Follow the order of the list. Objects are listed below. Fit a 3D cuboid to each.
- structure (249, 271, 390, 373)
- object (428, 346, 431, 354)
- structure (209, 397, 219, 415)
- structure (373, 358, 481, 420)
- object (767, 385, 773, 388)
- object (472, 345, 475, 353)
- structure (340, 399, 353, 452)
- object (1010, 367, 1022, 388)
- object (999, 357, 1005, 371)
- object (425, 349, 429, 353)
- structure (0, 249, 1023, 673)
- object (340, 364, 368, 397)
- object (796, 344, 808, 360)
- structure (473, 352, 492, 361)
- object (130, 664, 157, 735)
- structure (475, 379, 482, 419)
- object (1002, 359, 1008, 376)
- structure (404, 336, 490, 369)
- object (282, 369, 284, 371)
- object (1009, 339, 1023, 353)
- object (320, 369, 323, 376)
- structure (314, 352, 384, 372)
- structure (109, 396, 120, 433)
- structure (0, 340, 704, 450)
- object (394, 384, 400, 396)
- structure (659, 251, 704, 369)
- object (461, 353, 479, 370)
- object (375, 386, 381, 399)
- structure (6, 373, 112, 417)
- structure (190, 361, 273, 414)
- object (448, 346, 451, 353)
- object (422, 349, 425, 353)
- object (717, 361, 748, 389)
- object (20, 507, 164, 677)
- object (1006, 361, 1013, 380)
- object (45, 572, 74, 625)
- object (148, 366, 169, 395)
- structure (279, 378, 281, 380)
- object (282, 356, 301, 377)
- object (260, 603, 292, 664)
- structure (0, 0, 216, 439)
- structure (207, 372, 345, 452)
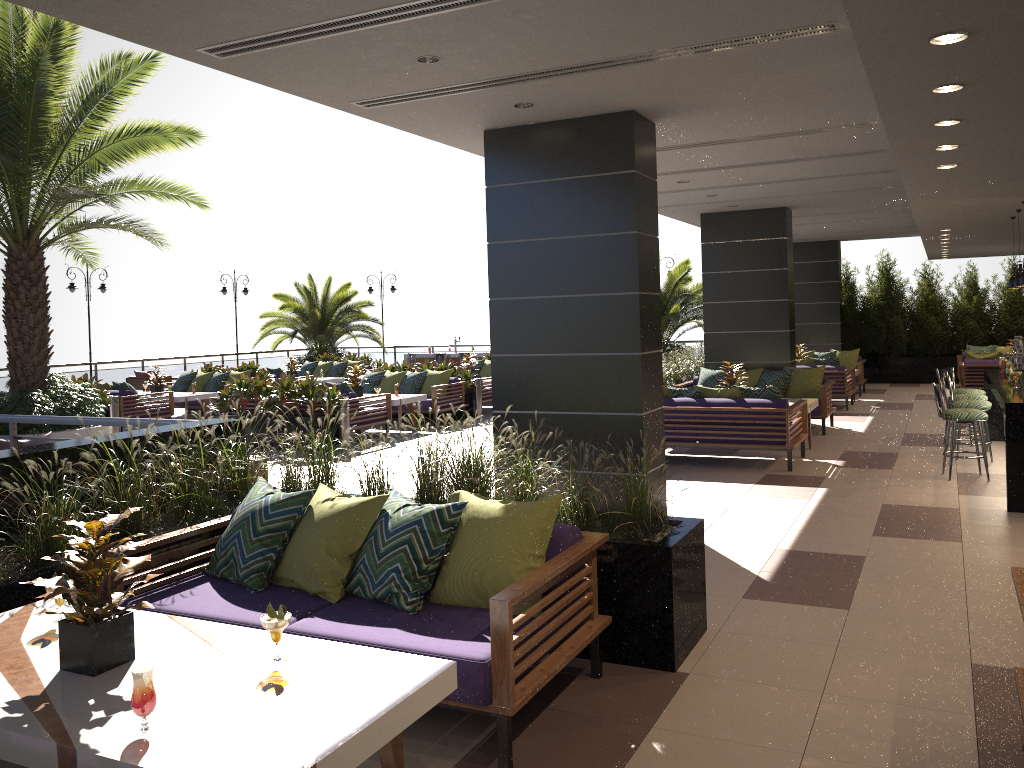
[{"bbox_3d":[-5.419,-1.575,25.141,3.800,3.300,3.758,-2,3,-6],"label":"structure"},{"bbox_3d":[-2.173,-0.900,23.400,0.067,0.189,0.084,-3,1,-39],"label":"object"},{"bbox_3d":[-4.406,0.550,13.124,0.100,0.700,0.180,-1,1,26],"label":"structure"},{"bbox_3d":[-1.649,0.119,16.045,2.418,1.172,0.702,0,2,28],"label":"structure"},{"bbox_3d":[3.421,0.107,11.742,0.067,0.189,0.084,-3,1,-39],"label":"object"},{"bbox_3d":[-0.999,-0.906,22.830,0.069,0.211,0.069,-2,1,9],"label":"object"},{"bbox_3d":[-2.275,0.558,12.082,0.100,0.700,0.180,-1,1,26],"label":"structure"},{"bbox_3d":[4.867,-0.061,8.548,0.106,0.197,0.106,-3,2,-36],"label":"object"},{"bbox_3d":[5.865,-0.230,10.592,0.069,0.181,0.069,-2,1,-2],"label":"object"},{"bbox_3d":[-2.300,-0.837,23.855,0.105,0.209,0.105,-2,1,1],"label":"object"},{"bbox_3d":[3.861,-0.680,9.747,7.813,3.118,24.780,0,4,26],"label":"structure"},{"bbox_3d":[-2.514,-0.058,14.289,0.430,0.526,0.425,0,3,43],"label":"object"},{"bbox_3d":[5.539,-0.509,17.070,0.430,0.526,0.425,0,3,43],"label":"object"},{"bbox_3d":[0.049,-0.184,19.531,2.250,1.171,0.738,0,2,28],"label":"structure"},{"bbox_3d":[-1.062,0.909,2.553,0.069,0.181,0.069,-1,1,43],"label":"object"},{"bbox_3d":[-0.587,0.258,15.540,0.100,0.700,0.180,-1,1,26],"label":"structure"},{"bbox_3d":[5.596,-0.187,10.049,0.084,0.189,0.067,-3,1,-39],"label":"object"},{"bbox_3d":[-0.723,-0.586,22.995,4.399,1.327,0.806,0,2,26],"label":"structure"},{"bbox_3d":[-5.261,-0.234,20.243,0.106,0.197,0.106,-3,2,-31],"label":"object"},{"bbox_3d":[9.606,-0.615,16.783,0.430,0.526,0.425,0,3,43],"label":"object"},{"bbox_3d":[-4.247,-0.239,19.774,0.069,0.211,0.069,-2,1,14],"label":"object"},{"bbox_3d":[-4.023,-0.196,21.483,2.250,1.171,0.738,0,2,28],"label":"structure"},{"bbox_3d":[-6.308,0.543,14.054,0.100,0.700,0.180,-1,1,26],"label":"structure"},{"bbox_3d":[-3.902,0.089,16.825,12.912,1.057,17.540,0,5,26],"label":"structure"},{"bbox_3d":[-1.857,0.090,14.283,0.067,0.189,0.084,-2,1,-34],"label":"object"},{"bbox_3d":[3.395,-1.547,20.897,3.803,3.300,3.755,-3,3,-21],"label":"structure"},{"bbox_3d":[-0.847,-0.354,17.693,0.425,0.526,0.431,0,3,38],"label":"object"},{"bbox_3d":[-2.089,0.129,13.792,0.106,0.197,0.106,-3,2,-31],"label":"object"},{"bbox_3d":[-7.412,0.407,14.543,2.250,1.171,0.738,0,2,28],"label":"structure"},{"bbox_3d":[-5.738,0.105,18.022,2.247,1.171,0.715,0,2,23],"label":"structure"},{"bbox_3d":[-1.630,-0.894,23.139,0.069,0.181,0.069,-2,1,-2],"label":"object"},{"bbox_3d":[-2.371,-0.842,23.956,0.105,0.209,0.105,-2,1,1],"label":"object"},{"bbox_3d":[2.889,-0.037,11.634,0.430,0.526,0.425,0,3,38],"label":"object"},{"bbox_3d":[-1.433,0.711,3.078,0.430,0.526,0.425,0,3,43],"label":"object"},{"bbox_3d":[5.300,-0.145,9.436,0.069,0.211,0.069,-2,1,9],"label":"object"},{"bbox_3d":[-1.809,0.854,3.542,0.106,0.197,0.106,-3,2,-36],"label":"object"},{"bbox_3d":[-6.517,-0.072,16.240,0.430,0.526,0.425,-3,2,-32],"label":"object"},{"bbox_3d":[-4.621,0.243,17.511,0.100,0.700,0.180,-1,1,26],"label":"structure"},{"bbox_3d":[-4.908,-0.368,19.667,0.425,0.526,0.430,-3,2,-37],"label":"object"},{"bbox_3d":[-0.813,0.857,3.055,0.106,0.197,0.106,-3,2,-36],"label":"object"},{"bbox_3d":[-6.414,-2.063,11.639,4.706,6.498,4.750,0,2,44],"label":"structure"},{"bbox_3d":[-3.340,0.419,12.590,2.250,1.171,0.738,0,2,28],"label":"structure"}]
